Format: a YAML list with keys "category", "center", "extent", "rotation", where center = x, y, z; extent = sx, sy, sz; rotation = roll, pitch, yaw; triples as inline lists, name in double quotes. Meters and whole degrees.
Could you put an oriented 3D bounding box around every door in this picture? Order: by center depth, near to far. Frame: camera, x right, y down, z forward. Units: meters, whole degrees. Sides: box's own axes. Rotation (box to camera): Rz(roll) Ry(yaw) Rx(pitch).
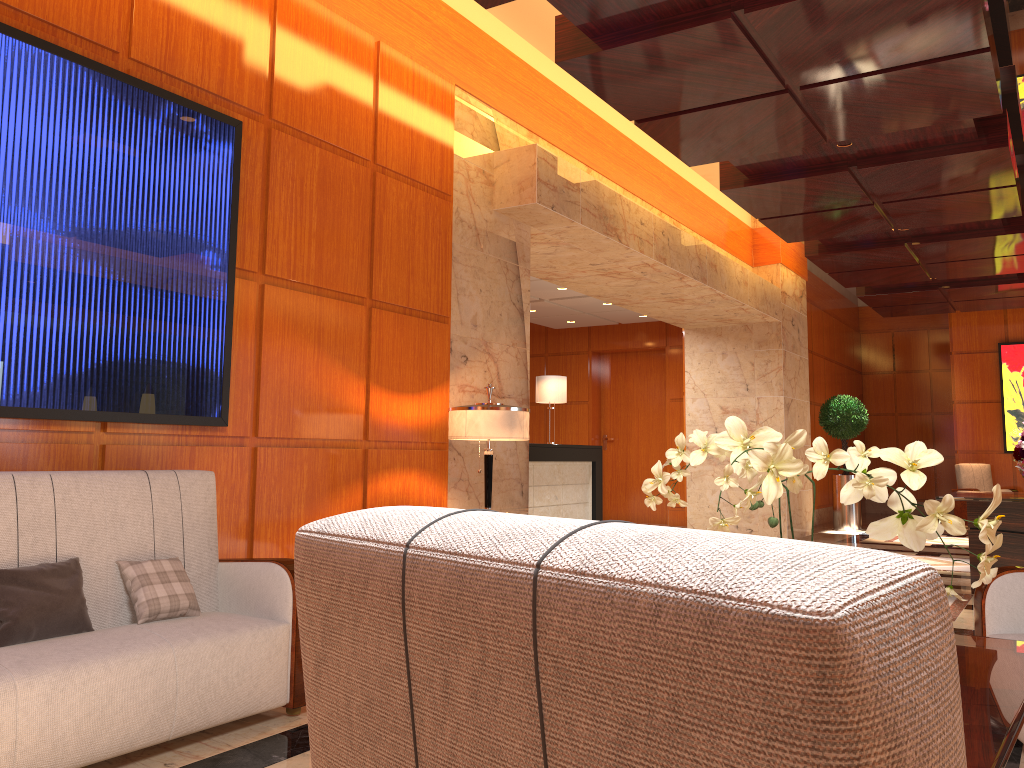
- category: "door"
  center: [1.885, 0.805, 13.818]
  extent: [1.284, 2.709, 0.339]
  rotation: [-3, -8, 32]

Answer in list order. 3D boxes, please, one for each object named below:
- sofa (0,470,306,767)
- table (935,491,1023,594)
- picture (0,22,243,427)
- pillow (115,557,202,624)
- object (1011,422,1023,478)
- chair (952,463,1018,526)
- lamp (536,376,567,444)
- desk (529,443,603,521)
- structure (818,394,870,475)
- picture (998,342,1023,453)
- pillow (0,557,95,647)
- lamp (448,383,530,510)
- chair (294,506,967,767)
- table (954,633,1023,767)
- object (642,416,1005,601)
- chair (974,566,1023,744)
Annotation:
- category: "sofa"
  center: [-1.508, 0.761, 2.922]
  extent: [0.612, 0.936, 1.793]
  rotation: [-3, -6, 32]
- category: "table"
  center: [4.193, 1.226, 6.684]
  extent: [1.598, 0.748, 1.595]
  rotation: [-3, -6, 32]
- category: "picture"
  center: [-1.844, -0.601, 3.316]
  extent: [0.056, 1.459, 1.990]
  rotation: [-4, -7, 32]
- category: "pillow"
  center: [-1.310, 0.770, 3.303]
  extent: [0.202, 0.231, 0.272]
  rotation: [-4, -7, 34]
- category: "object"
  center: [4.191, 0.524, 6.752]
  extent: [0.649, 0.661, 0.677]
  rotation: [-2, -6, 23]
- category: "chair"
  center: [7.140, 1.686, 13.375]
  extent: [0.737, 0.965, 0.626]
  rotation: [2, -6, -9]
- category: "lamp"
  center: [0.473, 0.324, 10.694]
  extent: [0.372, 0.824, 0.371]
  rotation: [5, -8, -33]
- category: "desk"
  center: [-0.061, 1.239, 9.878]
  extent: [0.940, 1.146, 2.916]
  rotation: [-3, -6, 32]
- category: "structure"
  center: [4.853, 0.992, 12.930]
  extent: [0.721, 1.720, 0.718]
  rotation: [-1, -7, 10]
- category: "picture"
  center: [8.556, 0.183, 13.439]
  extent: [1.994, 1.745, 0.056]
  rotation: [-3, -8, 32]
- category: "pillow"
  center: [-1.576, 0.724, 2.947]
  extent: [0.160, 0.254, 0.356]
  rotation: [-3, -6, 29]
- category: "lamp"
  center: [-0.129, 0.399, 4.916]
  extent: [0.458, 0.814, 0.457]
  rotation: [-5, -8, 41]
- category: "chair"
  center: [0.209, 0.586, 0.723]
  extent: [0.627, 0.965, 0.736]
  rotation: [6, -8, -39]
- category: "table"
  center: [0.806, 0.947, 2.070]
  extent: [0.721, 0.498, 1.555]
  rotation: [-3, -6, 35]
- category: "object"
  center: [0.700, 0.385, 2.067]
  extent: [0.788, 0.620, 0.415]
  rotation: [0, -6, 9]
- category: "chair"
  center: [2.041, 0.795, 3.076]
  extent: [0.628, 0.965, 0.734]
  rotation: [-1, -6, 11]
